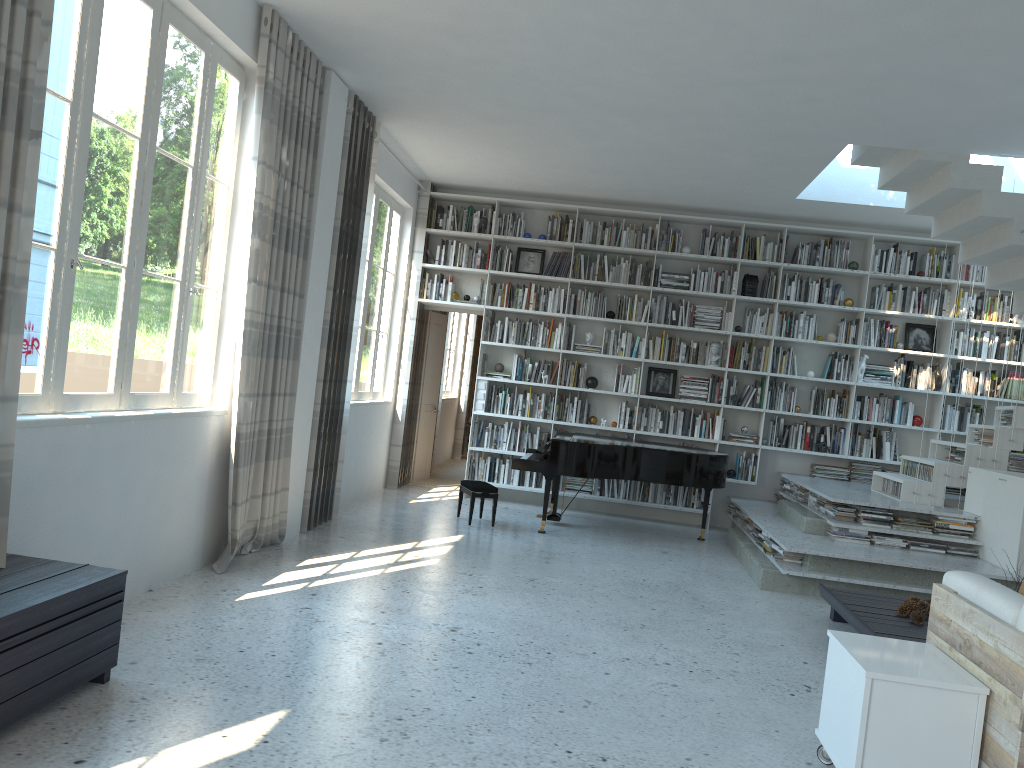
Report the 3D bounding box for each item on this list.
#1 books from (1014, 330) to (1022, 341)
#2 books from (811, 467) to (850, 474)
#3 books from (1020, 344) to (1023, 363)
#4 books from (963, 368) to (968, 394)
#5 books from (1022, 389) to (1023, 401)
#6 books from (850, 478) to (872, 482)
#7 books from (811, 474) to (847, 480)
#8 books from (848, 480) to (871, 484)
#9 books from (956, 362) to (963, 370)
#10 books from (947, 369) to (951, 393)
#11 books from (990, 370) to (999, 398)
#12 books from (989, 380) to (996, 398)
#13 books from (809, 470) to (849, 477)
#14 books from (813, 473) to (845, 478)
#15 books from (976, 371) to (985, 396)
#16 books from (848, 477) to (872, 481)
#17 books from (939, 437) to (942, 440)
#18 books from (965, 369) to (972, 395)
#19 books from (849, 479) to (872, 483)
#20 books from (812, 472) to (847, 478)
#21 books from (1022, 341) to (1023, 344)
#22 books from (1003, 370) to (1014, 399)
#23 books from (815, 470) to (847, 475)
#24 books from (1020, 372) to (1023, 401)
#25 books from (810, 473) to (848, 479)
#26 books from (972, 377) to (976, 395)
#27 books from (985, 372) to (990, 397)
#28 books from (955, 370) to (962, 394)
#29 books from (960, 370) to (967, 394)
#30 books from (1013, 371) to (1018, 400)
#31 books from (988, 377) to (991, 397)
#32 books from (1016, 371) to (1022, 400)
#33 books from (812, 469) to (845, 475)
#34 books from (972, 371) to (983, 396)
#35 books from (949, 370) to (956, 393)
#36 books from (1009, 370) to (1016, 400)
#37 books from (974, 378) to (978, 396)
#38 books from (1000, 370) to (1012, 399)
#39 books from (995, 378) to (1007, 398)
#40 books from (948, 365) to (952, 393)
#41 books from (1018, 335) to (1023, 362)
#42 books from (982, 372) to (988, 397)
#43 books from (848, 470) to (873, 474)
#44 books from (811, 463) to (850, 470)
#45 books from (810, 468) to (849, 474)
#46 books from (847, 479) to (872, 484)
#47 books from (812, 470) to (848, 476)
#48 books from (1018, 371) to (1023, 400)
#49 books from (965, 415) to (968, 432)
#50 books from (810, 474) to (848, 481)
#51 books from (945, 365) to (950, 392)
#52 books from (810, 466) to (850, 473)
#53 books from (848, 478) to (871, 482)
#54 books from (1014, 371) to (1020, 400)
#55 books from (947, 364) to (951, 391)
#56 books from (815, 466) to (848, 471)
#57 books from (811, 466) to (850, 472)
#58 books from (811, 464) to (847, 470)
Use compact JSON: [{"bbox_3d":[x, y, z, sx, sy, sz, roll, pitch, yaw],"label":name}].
[{"bbox_3d":[5.013,-0.368,8.817,0.013,0.330,0.140,7,1,6],"label":"books"},{"bbox_3d":[3.230,0.876,9.013,0.345,0.007,0.193,7,0,8],"label":"books"},{"bbox_3d":[5.036,-0.297,8.790,0.029,0.195,0.192,7,1,6],"label":"books"},{"bbox_3d":[4.502,-0.024,8.861,0.022,0.265,0.157,7,1,6],"label":"books"},{"bbox_3d":[5.047,0.025,8.795,0.018,0.293,0.169,7,1,6],"label":"books"},{"bbox_3d":[3.551,0.968,8.980,0.254,0.007,0.161,7,0,7],"label":"books"},{"bbox_3d":[3.217,0.942,9.009,0.308,0.008,0.195,7,0,2],"label":"books"},{"bbox_3d":[3.547,0.995,8.976,0.254,0.007,0.161,7,0,9],"label":"books"},{"bbox_3d":[4.463,-0.057,8.872,0.012,0.322,0.141,7,1,6],"label":"books"},{"bbox_3d":[4.350,-0.028,8.885,0.010,0.239,0.147,7,1,6],"label":"books"},{"bbox_3d":[4.781,0.003,8.834,0.026,0.278,0.170,7,1,6],"label":"books"},{"bbox_3d":[4.748,0.048,8.811,0.024,0.181,0.191,7,1,6],"label":"books"},{"bbox_3d":[3.223,0.913,9.014,0.345,0.007,0.193,7,0,4],"label":"books"},{"bbox_3d":[3.219,0.927,9.009,0.308,0.008,0.195,7,0,10],"label":"books"},{"bbox_3d":[4.655,-0.003,8.847,0.029,0.259,0.171,7,1,6],"label":"books"},{"bbox_3d":[3.551,0.961,8.973,0.285,0.007,0.159,7,0,2],"label":"books"},{"bbox_3d":[4.229,0.670,8.826,0.011,0.293,0.144,7,1,6],"label":"books"},{"bbox_3d":[4.539,-0.017,8.844,0.056,0.261,0.176,7,1,6],"label":"books"},{"bbox_3d":[3.548,0.982,8.974,0.254,0.007,0.161,7,0,10],"label":"books"},{"bbox_3d":[3.220,0.920,9.014,0.308,0.008,0.195,7,0,8],"label":"books"},{"bbox_3d":[5.068,-0.311,8.821,0.024,0.230,0.131,7,1,6],"label":"books"},{"bbox_3d":[4.915,0.010,8.810,0.033,0.294,0.169,7,1,6],"label":"books"},{"bbox_3d":[3.227,0.890,9.005,0.308,0.008,0.195,7,0,11],"label":"books"},{"bbox_3d":[5.028,0.023,8.792,0.018,0.293,0.169,7,1,6],"label":"books"},{"bbox_3d":[3.218,0.935,9.006,0.345,0.007,0.193,7,0,11],"label":"books"},{"bbox_3d":[4.573,0.023,8.841,0.023,0.189,0.169,7,1,6],"label":"books"},{"bbox_3d":[4.717,0.010,8.852,0.025,0.249,0.134,7,1,6],"label":"books"},{"bbox_3d":[4.440,-0.019,8.857,0.022,0.243,0.170,7,1,6],"label":"books"},{"bbox_3d":[4.476,-0.017,8.852,0.026,0.246,0.180,7,1,6],"label":"books"},{"bbox_3d":[4.957,0.015,8.805,0.018,0.293,0.169,7,1,6],"label":"books"},{"bbox_3d":[4.735,0.033,8.852,0.014,0.207,0.138,7,1,6],"label":"books"},{"bbox_3d":[4.992,0.019,8.797,0.018,0.293,0.169,7,1,6],"label":"books"},{"bbox_3d":[3.225,0.898,9.019,0.308,0.008,0.195,7,0,6],"label":"books"},{"bbox_3d":[4.628,0.000,8.840,0.022,0.247,0.181,7,1,6],"label":"books"},{"bbox_3d":[4.399,-0.021,8.889,0.066,0.236,0.144,7,1,6],"label":"books"},{"bbox_3d":[4.937,0.013,8.793,0.018,0.293,0.169,7,1,6],"label":"books"},{"bbox_3d":[4.601,0.029,8.859,0.030,0.184,0.137,7,1,6],"label":"books"},{"bbox_3d":[4.877,0.008,8.814,0.072,0.291,0.169,7,1,6],"label":"books"},{"bbox_3d":[4.833,0.043,8.817,0.088,0.217,0.167,7,1,6],"label":"books"},{"bbox_3d":[4.363,-0.046,8.893,0.010,0.279,0.147,7,1,6],"label":"books"},{"bbox_3d":[5.022,-0.343,8.807,0.013,0.283,0.149,7,1,6],"label":"books"},{"bbox_3d":[4.699,0.005,8.850,0.012,0.254,0.161,7,1,6],"label":"books"},{"bbox_3d":[3.561,0.893,8.981,0.285,0.007,0.159,7,0,6],"label":"books"},{"bbox_3d":[3.234,0.839,9.012,0.345,0.007,0.193,7,0,8],"label":"books"},{"bbox_3d":[3.229,0.883,9.010,0.345,0.007,0.193,7,0,3],"label":"books"},{"bbox_3d":[3.548,0.989,8.983,0.285,0.007,0.159,7,0,6],"label":"books"},{"bbox_3d":[3.223,0.905,9.006,0.308,0.008,0.195,7,0,1],"label":"books"},{"bbox_3d":[5.011,0.021,8.799,0.018,0.293,0.169,7,1,6],"label":"books"},{"bbox_3d":[4.507,0.369,8.858,0.014,0.221,0.155,7,1,6],"label":"books"},{"bbox_3d":[3.216,0.950,9.009,0.345,0.007,0.193,7,0,10],"label":"books"},{"bbox_3d":[4.324,-0.050,8.873,0.025,0.277,0.160,7,1,6],"label":"books"},{"bbox_3d":[3.230,0.868,9.004,0.345,0.007,0.193,7,0,1],"label":"books"},{"bbox_3d":[3.550,0.975,8.982,0.254,0.007,0.161,7,0,6],"label":"books"},{"bbox_3d":[4.975,0.017,8.803,0.018,0.293,0.169,7,1,6],"label":"books"},{"bbox_3d":[4.344,-0.056,8.885,0.010,0.293,0.164,7,1,6],"label":"books"},{"bbox_3d":[3.232,0.854,9.012,0.308,0.008,0.195,7,0,8],"label":"books"},{"bbox_3d":[3.231,0.861,9.013,0.345,0.007,0.193,7,0,8],"label":"books"},{"bbox_3d":[3.233,0.846,9.012,0.345,0.007,0.193,7,0,4],"label":"books"}]
